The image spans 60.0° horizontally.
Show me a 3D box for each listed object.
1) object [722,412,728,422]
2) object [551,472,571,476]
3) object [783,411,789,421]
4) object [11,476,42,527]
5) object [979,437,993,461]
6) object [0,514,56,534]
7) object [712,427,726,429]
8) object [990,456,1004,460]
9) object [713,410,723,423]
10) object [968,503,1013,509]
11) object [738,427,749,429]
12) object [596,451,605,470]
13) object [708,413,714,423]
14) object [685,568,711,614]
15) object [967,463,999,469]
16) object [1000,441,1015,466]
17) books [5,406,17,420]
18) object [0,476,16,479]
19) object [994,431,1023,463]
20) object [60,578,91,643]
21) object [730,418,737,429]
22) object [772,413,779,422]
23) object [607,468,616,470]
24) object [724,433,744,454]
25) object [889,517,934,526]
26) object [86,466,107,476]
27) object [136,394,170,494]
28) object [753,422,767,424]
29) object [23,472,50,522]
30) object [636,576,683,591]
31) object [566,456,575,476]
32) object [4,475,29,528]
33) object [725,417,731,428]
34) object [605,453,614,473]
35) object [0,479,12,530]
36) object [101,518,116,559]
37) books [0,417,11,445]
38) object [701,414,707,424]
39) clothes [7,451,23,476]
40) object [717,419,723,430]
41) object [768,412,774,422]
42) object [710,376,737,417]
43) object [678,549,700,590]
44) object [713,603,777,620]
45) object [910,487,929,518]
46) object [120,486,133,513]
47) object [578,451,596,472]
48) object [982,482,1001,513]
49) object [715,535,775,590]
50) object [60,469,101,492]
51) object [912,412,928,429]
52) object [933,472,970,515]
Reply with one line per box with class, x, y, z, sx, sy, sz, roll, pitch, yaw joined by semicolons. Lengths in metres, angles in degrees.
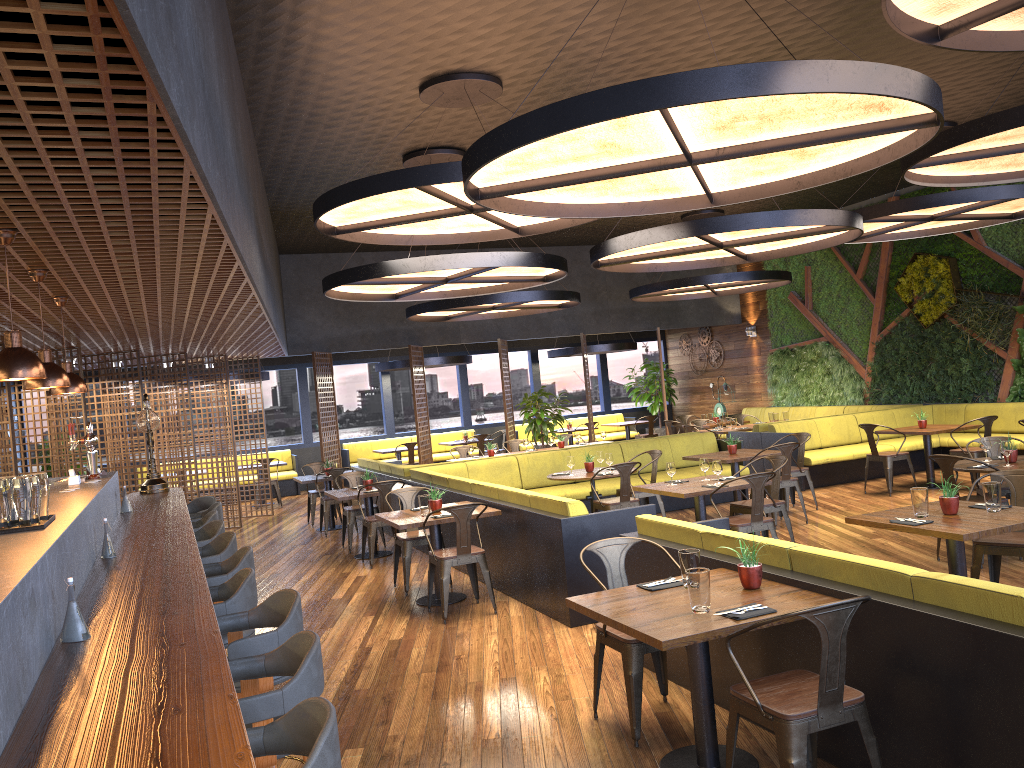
object;4.004;0.626;16.666;0.102;0.178;0.102;-5;0;14
object;0.572;1.006;9.942;0.255;0.019;0.157;-5;0;11
object;4.665;0.561;15.094;0.102;0.178;0.102;-5;0;-36
object;-1.955;0.480;3.579;0.105;0.209;0.105;-5;0;13
object;4.175;0.574;7.817;0.097;0.206;0.097;-5;0;-15
object;-2.062;0.586;3.667;0.273;0.019;0.437;-5;0;-22
object;3.531;0.745;15.047;0.157;0.019;0.255;-5;0;-22
object;4.347;0.653;7.876;0.157;0.019;0.255;-5;0;21
object;3.822;0.597;16.662;0.238;0.271;0.260;-5;0;0
object;3.017;0.765;5.562;0.157;0.019;0.255;-5;0;-22
object;3.765;0.722;14.472;0.255;0.019;0.157;-5;0;-22
object;1.008;0.872;10.098;0.097;0.206;0.097;-5;0;17
object;3.783;0.647;16.853;0.102;0.178;0.102;-5;0;14
object;0.799;0.884;3.785;0.102;0.178;0.102;-5;0;14
object;3.974;0.686;7.458;0.255;0.019;0.157;-5;0;-23
object;4.121;0.578;7.382;0.097;0.206;0.097;-5;0;40
books;-8.757;0.514;15.454;0.177;0.245;0.450;-5;0;-22
object;-2.146;0.498;3.762;0.105;0.209;0.105;-5;0;13
object;4.227;0.533;7.554;0.260;0.271;0.238;-5;0;17
object;-1.442;0.735;2.901;0.114;0.203;0.069;-5;0;29
object;3.652;0.653;14.601;0.102;0.178;0.102;-5;0;14
object;4.440;0.581;14.913;0.102;0.178;0.102;-5;0;14
object;1.167;0.951;10.010;0.255;0.019;0.157;-5;0;-19
object;2.605;0.691;10.469;0.260;0.271;0.238;-5;0;14
object;2.390;0.822;5.348;0.157;0.019;0.255;-5;0;-22
object;-3.212;0.664;6.846;0.177;0.091;0.091;-5;0;43
object;-3.443;0.564;8.452;0.263;0.944;0.566;-5;0;-29
object;4.308;0.675;15.355;0.157;0.019;0.255;-5;0;-22
object;-2.042;0.489;3.811;0.105;0.209;0.105;-5;0;13
object;0.749;0.970;4.335;0.255;0.019;0.157;-5;0;-22
object;0.650;0.904;9.791;0.097;0.206;0.097;-5;0;20
object;-2.044;0.489;3.673;0.105;0.209;0.105;-5;0;13
object;3.649;0.654;14.965;0.102;0.178;0.102;-5;0;-36
object;1.069;0.865;9.718;0.097;0.206;0.097;-5;0;3
object;-2.059;0.490;3.550;0.105;0.209;0.105;-5;0;13
object;-2.116;0.802;4.629;0.069;0.203;0.114;-5;0;-32
books;-8.478;0.775;14.829;0.223;0.489;0.286;-5;0;-30
object;3.622;0.662;16.707;0.102;0.178;0.102;-5;0;-36
clothes;-8.468;1.875;15.243;0.401;1.494;0.423;-5;0;-26
object;3.457;0.671;14.727;0.102;0.178;0.102;-5;0;-36
object;4.477;0.579;15.293;0.102;0.178;0.102;-5;0;-36
object;4.657;0.621;19.434;0.459;1.615;0.848;-5;0;-22
object;0.847;0.881;4.207;0.102;0.178;0.102;-5;0;-36
object;0.961;0.949;3.706;0.255;0.019;0.157;-5;0;-22
object;2.511;0.731;5.454;0.102;0.178;0.102;-5;0;34
object;-3.000;0.890;6.866;0.114;0.203;0.069;-5;0;13
object;0.853;0.850;9.927;0.238;0.271;0.260;-5;0;0
object;2.931;0.692;5.407;0.102;0.178;0.102;-5;0;-16
object;1.104;0.810;4.124;0.238;0.271;0.260;-5;0;-16
object;-2.830;0.619;5.817;0.200;0.106;0.766;-5;0;-22
object;5.333;0.443;11.561;0.260;0.271;0.238;-5;0;17
object;2.683;0.669;5.466;0.238;0.271;0.260;-5;0;17
